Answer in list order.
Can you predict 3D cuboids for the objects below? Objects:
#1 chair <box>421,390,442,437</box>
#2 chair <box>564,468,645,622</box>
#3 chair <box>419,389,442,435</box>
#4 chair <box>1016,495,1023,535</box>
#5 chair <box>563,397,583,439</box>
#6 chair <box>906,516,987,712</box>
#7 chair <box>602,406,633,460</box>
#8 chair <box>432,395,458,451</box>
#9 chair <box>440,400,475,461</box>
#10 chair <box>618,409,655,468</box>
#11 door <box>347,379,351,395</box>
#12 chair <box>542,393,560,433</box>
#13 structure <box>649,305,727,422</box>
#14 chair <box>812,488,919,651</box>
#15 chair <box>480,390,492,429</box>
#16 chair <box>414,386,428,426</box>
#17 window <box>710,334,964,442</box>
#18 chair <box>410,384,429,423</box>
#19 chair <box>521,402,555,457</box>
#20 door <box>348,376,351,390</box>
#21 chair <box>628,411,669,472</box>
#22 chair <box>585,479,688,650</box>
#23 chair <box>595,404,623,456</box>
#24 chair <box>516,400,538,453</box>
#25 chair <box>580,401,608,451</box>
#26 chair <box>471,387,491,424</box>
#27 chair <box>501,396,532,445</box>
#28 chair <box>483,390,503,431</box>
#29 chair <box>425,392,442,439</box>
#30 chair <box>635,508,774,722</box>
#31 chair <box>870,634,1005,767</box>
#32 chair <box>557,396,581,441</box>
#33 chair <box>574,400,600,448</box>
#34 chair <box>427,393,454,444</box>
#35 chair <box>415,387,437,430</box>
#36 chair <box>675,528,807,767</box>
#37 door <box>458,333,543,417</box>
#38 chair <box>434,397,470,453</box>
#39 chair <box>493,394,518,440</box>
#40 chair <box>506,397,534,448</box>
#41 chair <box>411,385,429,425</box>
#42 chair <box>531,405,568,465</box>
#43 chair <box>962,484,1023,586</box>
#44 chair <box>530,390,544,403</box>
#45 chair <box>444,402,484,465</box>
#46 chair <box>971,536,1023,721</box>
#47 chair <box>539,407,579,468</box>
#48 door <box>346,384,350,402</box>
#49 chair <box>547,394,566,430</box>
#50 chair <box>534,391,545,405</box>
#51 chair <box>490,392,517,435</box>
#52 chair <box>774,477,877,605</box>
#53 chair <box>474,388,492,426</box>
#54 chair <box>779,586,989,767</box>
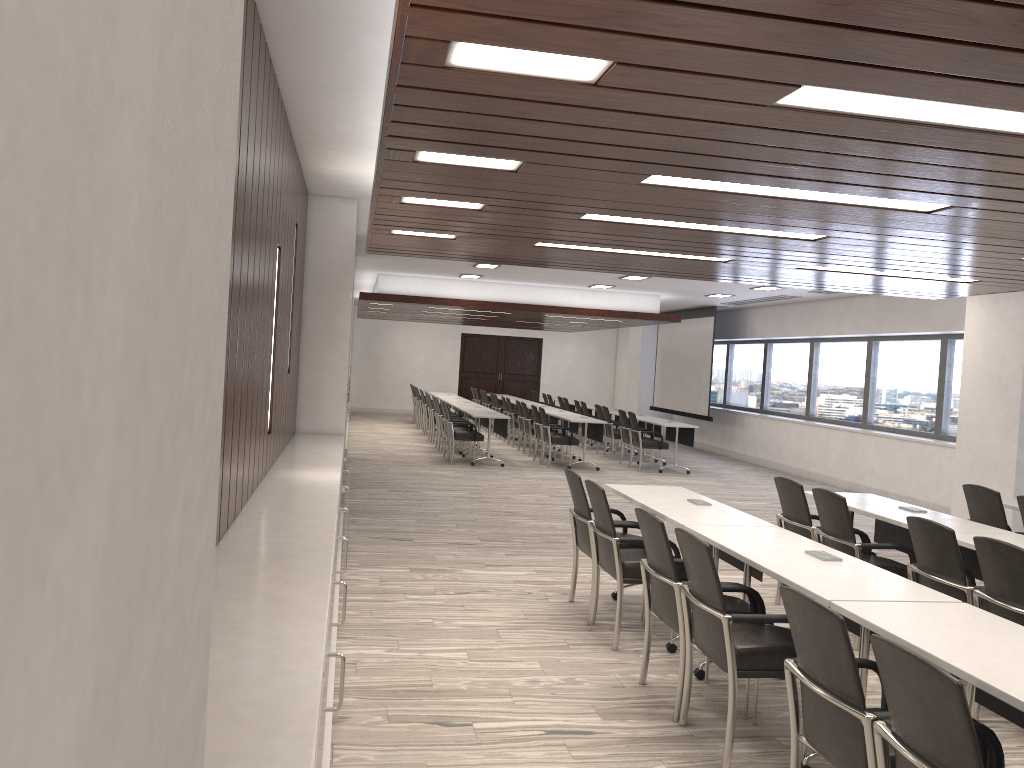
[{"bbox_3d":[-1.593,0.601,18.276,0.638,0.939,0.513,3,1,-10],"label":"chair"},{"bbox_3d":[0.650,1.042,5.871,0.638,0.939,0.513,3,1,-11],"label":"chair"},{"bbox_3d":[-1.670,0.584,18.795,0.638,0.939,0.513,3,1,-11],"label":"chair"},{"bbox_3d":[3.717,1.227,5.895,0.638,0.939,0.513,3,1,-10],"label":"chair"},{"bbox_3d":[1.382,0.768,18.816,0.638,0.939,0.513,3,1,-10],"label":"chair"},{"bbox_3d":[2.409,1.179,4.637,0.638,0.939,0.513,3,1,-10],"label":"chair"},{"bbox_3d":[1.907,0.873,15.831,0.638,0.939,0.513,3,1,-10],"label":"chair"},{"bbox_3d":[-1.137,0.689,15.814,0.638,0.939,0.513,3,1,-10],"label":"chair"},{"bbox_3d":[-0.867,0.743,14.303,0.638,0.939,0.513,3,1,-11],"label":"chair"},{"bbox_3d":[2.086,0.908,14.846,0.638,0.939,0.513,3,1,-11],"label":"chair"},{"bbox_3d":[-2.092,-0.245,10.995,0.200,2.889,2.327,3,1,-10],"label":"door"},{"bbox_3d":[1.009,0.696,20.838,0.638,0.939,0.513,3,1,-10],"label":"chair"},{"bbox_3d":[3.569,-0.506,18.629,0.438,2.329,3.550,3,1,-10],"label":"structure"},{"bbox_3d":[2.237,1.144,5.624,0.638,0.939,0.513,3,1,-11],"label":"chair"},{"bbox_3d":[-0.449,0.614,20.566,0.638,0.939,0.513,3,1,-10],"label":"chair"},{"bbox_3d":[-1.952,0.530,20.292,0.638,0.939,0.513,3,1,-10],"label":"chair"},{"bbox_3d":[5.217,-0.079,15.377,0.118,1.419,10.452,3,1,-10],"label":"window"},{"bbox_3d":[-2.216,0.477,21.786,0.638,0.939,0.513,3,1,-10],"label":"chair"},{"bbox_3d":[0.452,0.792,15.561,0.638,0.939,0.513,3,1,-11],"label":"chair"},{"bbox_3d":[-2.487,-0.037,13.100,0.200,2.323,1.163,3,1,-10],"label":"door"},{"bbox_3d":[2.178,0.927,14.331,0.638,0.939,0.513,3,1,-10],"label":"chair"},{"bbox_3d":[0.745,1.060,5.350,0.638,0.939,0.513,3,1,-11],"label":"chair"},{"bbox_3d":[1.832,0.856,16.348,0.638,0.939,0.513,3,1,-11],"label":"chair"},{"bbox_3d":[0.361,0.774,16.072,0.638,0.939,0.513,3,1,-11],"label":"chair"},{"bbox_3d":[1.640,0.821,17.320,0.638,0.939,0.513,3,1,-10],"label":"chair"},{"bbox_3d":[-0.731,0.561,22.058,0.638,0.939,0.513,3,1,-11],"label":"chair"},{"bbox_3d":[0.080,0.720,17.563,0.638,0.939,0.513,3,1,-10],"label":"chair"},{"bbox_3d":[-0.365,0.632,20.054,0.638,0.939,0.513,3,1,-10],"label":"chair"},{"bbox_3d":[-1.405,0.637,17.286,0.638,0.939,0.513,3,1,-10],"label":"chair"},{"bbox_3d":[0.917,1.095,4.364,0.638,0.939,0.513,3,1,-11],"label":"chair"},{"bbox_3d":[1.293,1.167,2.354,0.638,0.939,0.513,3,1,-10],"label":"chair"},{"bbox_3d":[1.295,0.750,19.334,0.638,0.939,0.513,3,1,-11],"label":"chair"},{"bbox_3d":[1.549,0.803,17.836,0.638,0.939,0.513,3,1,-10],"label":"chair"},{"bbox_3d":[-1.319,0.655,16.775,0.638,0.939,0.513,3,1,-10],"label":"chair"},{"bbox_3d":[-1.858,0.548,19.775,0.638,0.939,0.513,3,1,-11],"label":"chair"},{"bbox_3d":[1.024,1.114,3.855,0.638,0.939,0.513,3,1,-10],"label":"chair"},{"bbox_3d":[-0.343,-0.197,24.908,2.329,2.323,0.200,3,1,-10],"label":"door"},{"bbox_3d":[-1.043,0.708,15.289,0.638,0.939,0.513,3,1,-11],"label":"chair"},{"bbox_3d":[-0.100,0.685,18.554,0.638,0.939,0.513,3,1,-10],"label":"chair"},{"bbox_3d":[0.174,0.738,17.056,0.638,0.939,0.513,3,1,-10],"label":"chair"},{"bbox_3d":[-2.120,0.496,21.272,0.638,0.939,0.513,3,1,-11],"label":"chair"},{"bbox_3d":[0.614,0.826,14.584,0.638,0.939,0.513,3,1,-11],"label":"chair"},{"bbox_3d":[3.608,1.208,6.405,0.638,0.939,0.513,3,1,-10],"label":"chair"},{"bbox_3d":[0.746,0.644,22.325,0.638,0.939,0.513,3,1,-10],"label":"chair"},{"bbox_3d":[-0.766,0.762,13.791,0.638,0.939,0.513,3,1,-9],"label":"chair"},{"bbox_3d":[2.500,1.197,4.122,0.638,0.939,0.513,3,1,-11],"label":"chair"},{"bbox_3d":[0.720,0.845,14.062,0.638,0.939,0.513,3,1,-11],"label":"chair"},{"bbox_3d":[-1.730,0.112,8.900,0.200,2.323,1.163,3,1,-10],"label":"door"},{"bbox_3d":[1.101,0.715,20.313,0.638,0.939,0.513,3,1,-11],"label":"chair"},{"bbox_3d":[0.830,0.661,21.811,0.638,0.939,0.513,3,1,-9],"label":"chair"},{"bbox_3d":[-0.183,0.667,19.072,0.638,0.939,0.513,3,1,-10],"label":"chair"},{"bbox_3d":[2.146,1.126,6.143,0.638,0.939,0.513,3,1,-11],"label":"chair"},{"bbox_3d":[-0.623,0.580,21.551,0.638,0.939,0.513,3,1,-10],"label":"chair"},{"bbox_3d":[1.199,1.149,2.876,0.638,0.939,0.513,3,1,-11],"label":"chair"}]
